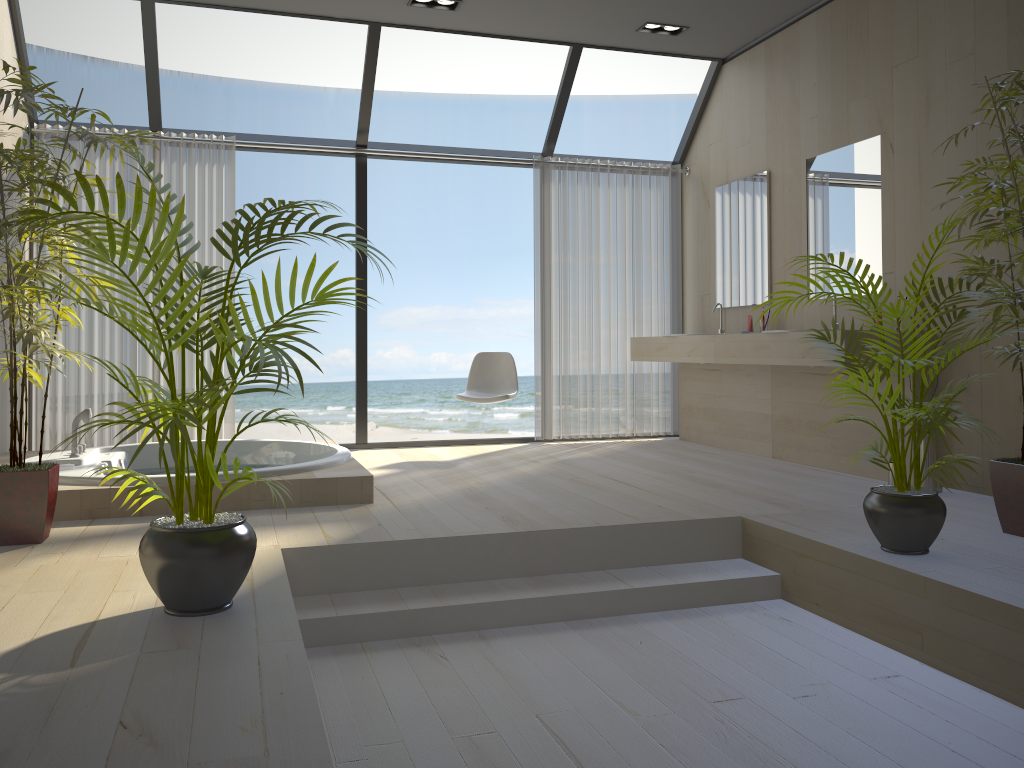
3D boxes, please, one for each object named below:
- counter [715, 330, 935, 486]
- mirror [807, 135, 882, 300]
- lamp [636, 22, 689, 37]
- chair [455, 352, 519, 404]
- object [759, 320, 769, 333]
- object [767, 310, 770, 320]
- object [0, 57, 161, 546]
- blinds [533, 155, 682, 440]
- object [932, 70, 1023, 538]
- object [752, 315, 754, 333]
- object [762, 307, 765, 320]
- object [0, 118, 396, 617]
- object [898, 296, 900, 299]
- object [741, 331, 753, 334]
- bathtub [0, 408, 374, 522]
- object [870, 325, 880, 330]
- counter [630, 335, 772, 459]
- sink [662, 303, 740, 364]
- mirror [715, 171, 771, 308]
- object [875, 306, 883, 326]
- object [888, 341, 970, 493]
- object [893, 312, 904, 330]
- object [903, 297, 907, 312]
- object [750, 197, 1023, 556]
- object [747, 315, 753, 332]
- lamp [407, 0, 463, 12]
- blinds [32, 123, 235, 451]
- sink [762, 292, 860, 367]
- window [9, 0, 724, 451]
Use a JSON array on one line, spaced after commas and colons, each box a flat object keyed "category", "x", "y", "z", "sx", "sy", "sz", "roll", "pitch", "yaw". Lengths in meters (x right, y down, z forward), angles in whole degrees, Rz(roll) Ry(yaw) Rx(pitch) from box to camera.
[{"category": "counter", "x": 1.687, "y": 0.110, "z": 4.922, "sx": 0.550, "sy": 0.791, "sz": 1.205, "roll": 0, "pitch": 1, "yaw": -17}, {"category": "mirror", "x": 1.916, "y": -0.933, "z": 5.107, "sx": 0.023, "sy": 0.869, "sz": 0.653, "roll": 0, "pitch": 0, "yaw": -18}, {"category": "lamp", "x": 0.971, "y": -2.342, "z": 5.717, "sx": 0.301, "sy": 0.112, "sz": 0.164, "roll": -1, "pitch": 1, "yaw": -17}, {"category": "chair", "x": -0.160, "y": -0.043, "z": 5.963, "sx": 0.369, "sy": 0.348, "sz": 0.454, "roll": 0, "pitch": 1, "yaw": 11}, {"category": "object", "x": 1.619, "y": -0.362, "z": 5.688, "sx": 0.058, "sy": 0.100, "sz": 0.058, "roll": 0, "pitch": 0, "yaw": -11}, {"category": "object", "x": 1.635, "y": -0.403, "z": 5.686, "sx": 0.054, "sy": 0.175, "sz": 0.012, "roll": 0, "pitch": -1, "yaw": 8}, {"category": "object", "x": -1.851, "y": -0.298, "z": 3.245, "sx": 0.787, "sy": 1.758, "sz": 0.935, "roll": 0, "pitch": 0, "yaw": 8}, {"category": "blinds", "x": 0.721, "y": -0.640, "z": 6.620, "sx": 1.183, "sy": 2.073, "sz": 0.084, "roll": 0, "pitch": -1, "yaw": -17}, {"category": "object", "x": 1.975, "y": -0.318, "z": 3.271, "sx": 0.787, "sy": 1.758, "sz": 0.935, "roll": 0, "pitch": 0, "yaw": 8}, {"category": "object", "x": 1.583, "y": -0.386, "z": 5.867, "sx": 0.039, "sy": 0.135, "sz": 0.039, "roll": -1, "pitch": -1, "yaw": 31}, {"category": "object", "x": 1.608, "y": -0.403, "z": 5.661, "sx": 0.012, "sy": 0.178, "sz": 0.050, "roll": -1, "pitch": -1, "yaw": 22}, {"category": "object", "x": -0.807, "y": -0.072, "z": 2.437, "sx": 1.065, "sy": 1.347, "sz": 0.872, "roll": 0, "pitch": 0, "yaw": -29}, {"category": "object", "x": 1.971, "y": -0.360, "z": 4.511, "sx": 0.012, "sy": 0.178, "sz": 0.050, "roll": -1, "pitch": -1, "yaw": 22}, {"category": "object", "x": 1.526, "y": -0.329, "z": 5.680, "sx": 0.104, "sy": 0.029, "sz": 0.032, "roll": 1, "pitch": 1, "yaw": 23}, {"category": "bathtub", "x": -1.740, "y": 0.469, "z": 4.501, "sx": 1.821, "sy": 0.699, "sz": 1.647, "roll": -1, "pitch": 2, "yaw": -17}, {"category": "object", "x": 1.888, "y": -0.286, "z": 4.530, "sx": 0.104, "sy": 0.029, "sz": 0.032, "roll": 1, "pitch": 1, "yaw": 23}, {"category": "counter", "x": 1.325, "y": 0.067, "z": 6.072, "sx": 0.550, "sy": 0.791, "sz": 1.205, "roll": 0, "pitch": 1, "yaw": -17}, {"category": "sink", "x": 1.288, "y": -0.346, "z": 6.034, "sx": 0.504, "sy": 0.419, "sz": 0.574, "roll": 0, "pitch": 1, "yaw": -14}, {"category": "mirror", "x": 1.578, "y": -0.970, "z": 6.087, "sx": 0.023, "sy": 0.869, "sz": 0.653, "roll": 0, "pitch": 0, "yaw": -18}, {"category": "object", "x": 1.910, "y": -0.338, "z": 4.609, "sx": 0.039, "sy": 0.135, "sz": 0.039, "roll": -1, "pitch": -1, "yaw": 24}, {"category": "object", "x": 2.019, "y": 0.152, "z": 4.253, "sx": 0.407, "sy": 0.750, "sz": 0.273, "roll": 0, "pitch": -1, "yaw": -30}, {"category": "object", "x": 1.982, "y": -0.318, "z": 4.538, "sx": 0.058, "sy": 0.100, "sz": 0.058, "roll": 0, "pitch": 0, "yaw": -7}, {"category": "object", "x": 1.997, "y": -0.359, "z": 4.536, "sx": 0.054, "sy": 0.175, "sz": 0.012, "roll": 0, "pitch": -1, "yaw": 8}, {"category": "object", "x": 1.275, "y": -0.016, "z": 3.001, "sx": 0.916, "sy": 1.158, "sz": 0.750, "roll": 0, "pitch": 0, "yaw": 16}, {"category": "object", "x": 1.547, "y": -0.382, "z": 5.759, "sx": 0.039, "sy": 0.135, "sz": 0.039, "roll": -1, "pitch": -1, "yaw": 31}, {"category": "lamp", "x": -0.461, "y": -2.317, "z": 5.266, "sx": 0.301, "sy": 0.112, "sz": 0.164, "roll": -1, "pitch": 1, "yaw": -17}, {"category": "blinds", "x": -2.383, "y": -0.586, "z": 5.641, "sx": 1.183, "sy": 2.073, "sz": 0.084, "roll": 0, "pitch": -1, "yaw": -17}, {"category": "sink", "x": 1.650, "y": -0.303, "z": 4.884, "sx": 0.504, "sy": 0.419, "sz": 0.574, "roll": 0, "pitch": 1, "yaw": -14}, {"category": "window", "x": -0.767, "y": -0.948, "z": 5.956, "sx": 4.560, "sy": 2.817, "sz": 0.744, "roll": -1, "pitch": -1, "yaw": -17}]
